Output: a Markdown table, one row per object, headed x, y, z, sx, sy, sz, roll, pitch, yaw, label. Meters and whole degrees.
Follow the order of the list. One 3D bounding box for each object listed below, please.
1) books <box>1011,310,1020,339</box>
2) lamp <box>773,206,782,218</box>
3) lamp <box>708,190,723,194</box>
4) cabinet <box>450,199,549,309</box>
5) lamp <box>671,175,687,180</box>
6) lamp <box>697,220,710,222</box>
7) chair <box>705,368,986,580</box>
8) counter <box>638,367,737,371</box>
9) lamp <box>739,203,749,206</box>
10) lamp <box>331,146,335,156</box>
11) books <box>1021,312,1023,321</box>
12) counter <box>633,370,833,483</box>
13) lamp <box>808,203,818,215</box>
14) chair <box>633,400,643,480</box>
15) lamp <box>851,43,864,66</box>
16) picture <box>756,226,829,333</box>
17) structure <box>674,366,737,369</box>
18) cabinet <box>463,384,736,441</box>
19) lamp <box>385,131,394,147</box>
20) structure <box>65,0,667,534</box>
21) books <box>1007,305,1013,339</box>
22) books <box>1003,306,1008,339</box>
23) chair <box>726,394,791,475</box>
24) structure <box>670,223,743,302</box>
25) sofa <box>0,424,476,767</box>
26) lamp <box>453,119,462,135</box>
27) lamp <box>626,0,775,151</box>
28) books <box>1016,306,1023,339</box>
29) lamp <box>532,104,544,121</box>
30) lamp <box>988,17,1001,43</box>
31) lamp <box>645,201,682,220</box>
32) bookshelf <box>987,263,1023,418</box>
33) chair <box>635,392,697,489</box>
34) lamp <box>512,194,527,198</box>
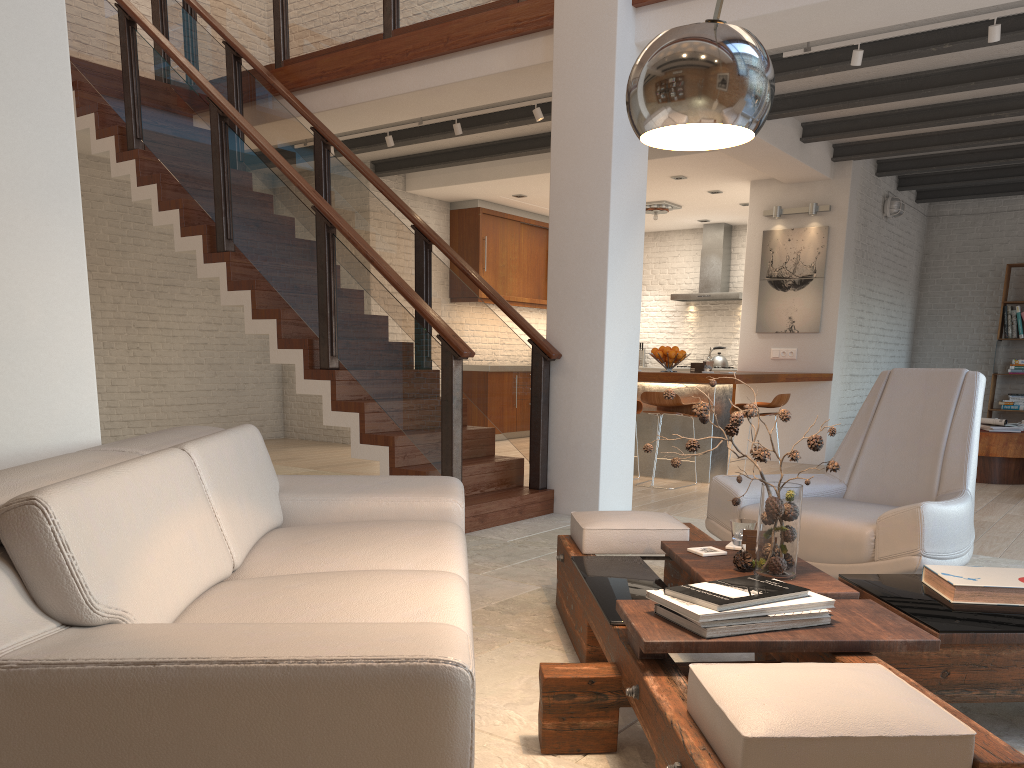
| x | y | z | sx | sy | sz | roll | pitch | yaw | label |
| --- | --- | --- | --- | --- | --- | --- | --- | --- | --- |
| 5.991 | -0.705 | 10.372 | 0.101 | 0.343 | 0.250 | 9 | 11 | 36 | books |
| 2.637 | -1.709 | 8.669 | 0.079 | 0.107 | 0.078 | -3 | 9 | -25 | lamp |
| 2.199 | -2.095 | 9.429 | 0.122 | 0.056 | 0.122 | 4 | 4 | 36 | lamp |
| 0.424 | -1.586 | 11.668 | 0.456 | 1.193 | 3.298 | 9 | 7 | 36 | cabinet |
| 1.672 | -2.083 | 8.723 | 0.122 | 0.056 | 0.122 | 4 | 4 | 36 | lamp |
| 2.503 | -2.146 | 11.372 | 0.122 | 0.056 | 0.122 | 4 | 4 | 36 | lamp |
| 1.523 | 0.442 | 3.713 | 0.964 | 1.043 | 1.009 | -4 | 9 | -37 | chair |
| 1.638 | -0.164 | 11.076 | 3.489 | 0.072 | 3.290 | 2 | 2 | 36 | counter |
| 2.726 | -2.106 | 10.134 | 0.122 | 0.056 | 0.122 | 4 | 4 | 36 | lamp |
| -1.616 | -2.080 | 7.768 | 0.059 | 0.132 | 0.084 | 2 | 9 | 6 | lamp |
| 6.105 | -0.693 | 10.282 | 0.192 | 0.327 | 0.250 | 8 | 10 | 36 | books |
| 1.768 | 0.351 | 8.262 | 1.670 | 0.943 | 2.464 | 4 | 4 | 36 | counter |
| 2.923 | -1.698 | 8.464 | 0.079 | 0.107 | 0.078 | -3 | 9 | -25 | lamp |
| 0.834 | 0.435 | 7.489 | 0.400 | 0.796 | 0.415 | 8 | 12 | 36 | chair |
| 2.043 | -1.941 | 5.159 | 0.059 | 0.132 | 0.084 | 2 | 9 | 6 | lamp |
| 2.802 | -1.031 | 8.750 | 0.647 | 1.043 | 0.020 | 7 | 13 | 35 | picture |
| 2.646 | -0.224 | 11.992 | 0.804 | 0.033 | 0.582 | 2 | 2 | 36 | structure |
| 1.640 | -0.711 | 11.413 | 4.781 | 2.912 | 2.206 | 1 | 8 | 0 | cabinet |
| -1.032 | -2.058 | 7.355 | 0.060 | 0.132 | 0.084 | 9 | 12 | 38 | lamp |
| 0.324 | -1.258 | 6.145 | 10.059 | 4.245 | 13.675 | 3 | 3 | 36 | structure |
| 5.939 | -0.732 | 10.381 | 0.090 | 0.395 | 0.240 | 9 | 12 | 36 | books |
| 5.904 | -0.732 | 10.397 | 0.090 | 0.395 | 0.240 | 9 | 12 | 36 | books |
| 2.076 | 0.463 | 7.256 | 0.417 | 0.796 | 0.397 | 8 | 12 | 35 | chair |
| 2.713 | -1.638 | 11.751 | 0.975 | 1.019 | 0.449 | 6 | 11 | 35 | structure |
| -0.694 | 0.559 | 2.551 | 1.144 | 0.773 | 2.277 | 1 | 3 | -4 | sofa |
| -0.431 | -2.035 | 6.927 | 0.060 | 0.132 | 0.084 | 9 | 12 | 38 | lamp |
| 0.658 | -0.183 | 1.204 | 0.319 | 2.411 | 1.980 | -3 | 8 | -18 | lamp |
| 6.018 | -0.726 | 10.310 | 0.119 | 0.392 | 0.240 | 9 | 12 | 36 | books |
| 0.194 | -2.011 | 6.472 | 0.087 | 0.132 | 0.057 | 0 | 10 | -4 | lamp |
| 2.627 | -1.918 | 4.746 | 0.060 | 0.132 | 0.084 | 9 | 12 | 38 | lamp |
| 1.705 | -2.030 | 10.331 | 0.446 | 0.175 | 0.444 | 3 | 4 | 36 | lamp |
| 6.370 | -0.270 | 10.127 | 1.302 | 2.262 | 0.358 | 7 | 13 | 35 | bookshelf |
| 1.268 | 0.451 | 7.179 | 0.400 | 0.796 | 0.415 | 8 | 12 | 36 | chair |
| 0.087 | -2.143 | 9.854 | 0.122 | 0.056 | 0.122 | 4 | 4 | 36 | lamp |
